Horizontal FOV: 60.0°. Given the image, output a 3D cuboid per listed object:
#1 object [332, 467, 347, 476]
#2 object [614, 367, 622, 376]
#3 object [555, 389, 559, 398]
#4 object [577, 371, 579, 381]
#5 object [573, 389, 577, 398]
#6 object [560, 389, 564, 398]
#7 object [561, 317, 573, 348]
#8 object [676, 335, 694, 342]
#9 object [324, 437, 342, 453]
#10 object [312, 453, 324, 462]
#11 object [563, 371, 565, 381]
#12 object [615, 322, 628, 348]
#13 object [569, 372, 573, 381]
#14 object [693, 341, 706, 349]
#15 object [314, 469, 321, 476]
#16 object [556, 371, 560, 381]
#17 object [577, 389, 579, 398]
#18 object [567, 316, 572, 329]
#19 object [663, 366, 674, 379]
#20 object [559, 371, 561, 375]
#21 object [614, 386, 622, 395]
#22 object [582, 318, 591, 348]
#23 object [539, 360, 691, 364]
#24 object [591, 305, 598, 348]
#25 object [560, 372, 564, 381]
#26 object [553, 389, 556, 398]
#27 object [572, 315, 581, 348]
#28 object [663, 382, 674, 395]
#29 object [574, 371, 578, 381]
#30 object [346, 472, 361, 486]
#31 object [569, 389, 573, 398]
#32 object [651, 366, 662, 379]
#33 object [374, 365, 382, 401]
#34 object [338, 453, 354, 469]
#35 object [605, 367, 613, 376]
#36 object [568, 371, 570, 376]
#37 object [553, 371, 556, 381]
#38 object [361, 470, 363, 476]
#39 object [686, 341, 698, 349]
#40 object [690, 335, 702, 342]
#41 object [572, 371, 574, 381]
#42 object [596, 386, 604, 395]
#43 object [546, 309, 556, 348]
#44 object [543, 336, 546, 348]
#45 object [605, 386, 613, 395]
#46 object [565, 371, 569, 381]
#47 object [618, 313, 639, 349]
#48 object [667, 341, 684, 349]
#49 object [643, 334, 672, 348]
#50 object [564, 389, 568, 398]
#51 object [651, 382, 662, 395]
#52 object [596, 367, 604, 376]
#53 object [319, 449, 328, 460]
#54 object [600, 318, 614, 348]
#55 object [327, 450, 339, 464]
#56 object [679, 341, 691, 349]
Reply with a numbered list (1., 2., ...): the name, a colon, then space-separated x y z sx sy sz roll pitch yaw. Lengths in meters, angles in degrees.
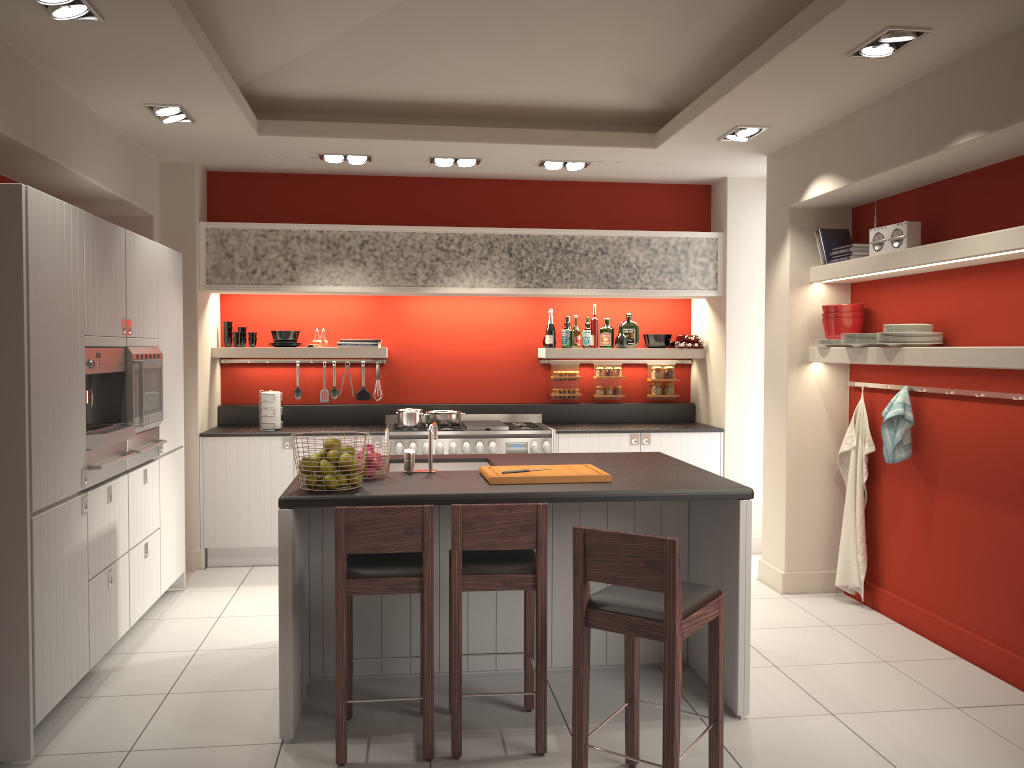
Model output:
1. object: -0.769 0.406 3.947 0.086 0.079 0.084 2 3 38
2. object: 0.916 -0.100 7.679 0.068 0.088 0.068 1 2 13
3. object: 0.390 0.080 7.594 0.034 0.078 0.034 1 2 13
4. object: 0.563 -0.070 7.650 0.034 0.078 0.034 1 2 13
5. object: 0.545 0.080 7.614 0.034 0.078 0.034 1 2 13
6. object: 0.428 0.080 7.599 0.034 0.078 0.034 1 2 13
7. object: 0.459 -0.430 7.407 0.094 0.264 0.094 0 2 -19
8. object: 1.492 -0.388 7.606 0.062 0.062 0.366 0 2 -7
9. object: -0.791 0.271 3.910 0.078 0.080 0.078 0 2 -7
10. object: -0.852 0.332 3.881 0.057 0.061 0.062 0 2 7
11. object: 0.445 -0.070 7.635 0.034 0.078 0.034 1 2 13
12. object: 0.921 -0.413 7.458 0.113 0.226 0.113 0 2 4
13. object: 0.506 -0.068 7.604 0.034 0.078 0.034 1 2 13
14. object: 1.588 -0.333 7.600 0.061 0.061 0.366 0 2 -7
15. object: -0.848 0.380 3.940 0.064 0.060 0.064 0 2 -13
16. object: 0.390 -0.068 7.589 0.034 0.078 0.034 1 2 13
17. object: 0.563 0.078 7.655 0.034 0.078 0.034 1 2 13
18. object: 0.486 -0.444 7.606 0.083 0.277 0.084 0 2 -4
19. object: 1.367 -0.094 7.734 0.093 0.120 0.094 1 2 13
20. object: 0.407 -0.069 7.630 0.034 0.078 0.034 1 2 13
21. object: 0.916 0.060 7.684 0.068 0.088 0.068 1 2 13
22. object: 0.648 -0.436 7.594 0.094 0.263 0.094 -2 3 -41
23. object: 0.907 -0.195 7.752 1.355 0.034 0.048 0 2 -7
24. object: 0.682 -0.484 7.502 0.062 0.366 0.210 0 2 -8
25. object: 0.429 -0.068 7.594 0.034 0.078 0.034 1 2 13
26. object: 0.367 0.079 7.630 0.034 0.078 0.034 1 2 13
27. object: 0.541 -0.443 7.525 0.080 0.278 0.080 0 2 -4
28. object: 1.367 0.043 7.738 0.093 0.120 0.094 1 2 13
29. object: 0.545 -0.068 7.609 0.034 0.078 0.034 1 2 13
30. object: -0.697 0.415 3.899 0.068 0.068 0.068 0 2 4
31. object: 0.506 0.080 7.609 0.034 0.078 0.034 1 2 13
32. object: 1.261 -0.094 7.720 0.093 0.120 0.094 1 2 13
33. object: -1.130 -0.020 7.472 0.069 0.328 0.069 -1 2 -30
34. object: -0.717 0.334 3.840 0.067 0.068 0.067 -2 3 -45
35. object: 0.839 -0.100 7.669 0.068 0.088 0.068 1 2 13
36. object: 0.486 -0.070 7.640 0.034 0.078 0.034 1 2 13
37. object: 0.368 -0.069 7.625 0.034 0.078 0.034 1 2 13
38. object: -0.727 0.415 4.226 0.050 0.049 0.049 -2 3 -41
39. object: 1.523 -0.334 7.611 0.061 0.061 0.366 0 2 -7
40. object: 1.557 -0.387 7.592 0.062 0.062 0.366 0 2 -7
41. object: 0.524 -0.070 7.645 0.034 0.078 0.034 1 2 13
42. object: 0.761 0.060 7.665 0.068 0.088 0.068 1 2 13
43. object: 0.324 -0.464 7.410 0.083 0.331 0.083 -1 2 -36
44. object: 0.321 -0.420 7.598 0.113 0.226 0.113 2 2 34
45. object: 0.838 0.060 7.674 0.068 0.088 0.068 1 2 13
46. object: 0.468 -0.068 7.599 0.034 0.078 0.034 1 2 13
47. object: 1.001 -0.455 7.603 0.186 0.303 0.057 1 2 22
48. object: 1.402 -0.333 7.574 0.062 0.062 0.366 0 2 -7
49. object: 1.253 -0.367 7.648 0.251 0.121 0.251 -1 2 -25
50. object: 0.467 0.080 7.604 0.034 0.078 0.034 1 2 13
51. object: 1.261 0.043 7.724 0.093 0.120 0.094 1 2 13
52. object: 0.761 -0.100 7.659 0.068 0.088 0.068 1 2 13
53. object: -0.825 0.320 3.951 0.078 0.076 0.071 -1 3 -38
54. object: 0.811 -0.434 7.570 0.112 0.260 0.071 1 2 22
55. object: -0.776 0.316 3.856 0.057 0.061 0.062 0 2 7
56. object: 1.464 -0.333 7.582 0.062 0.062 0.366 0 2 -7
